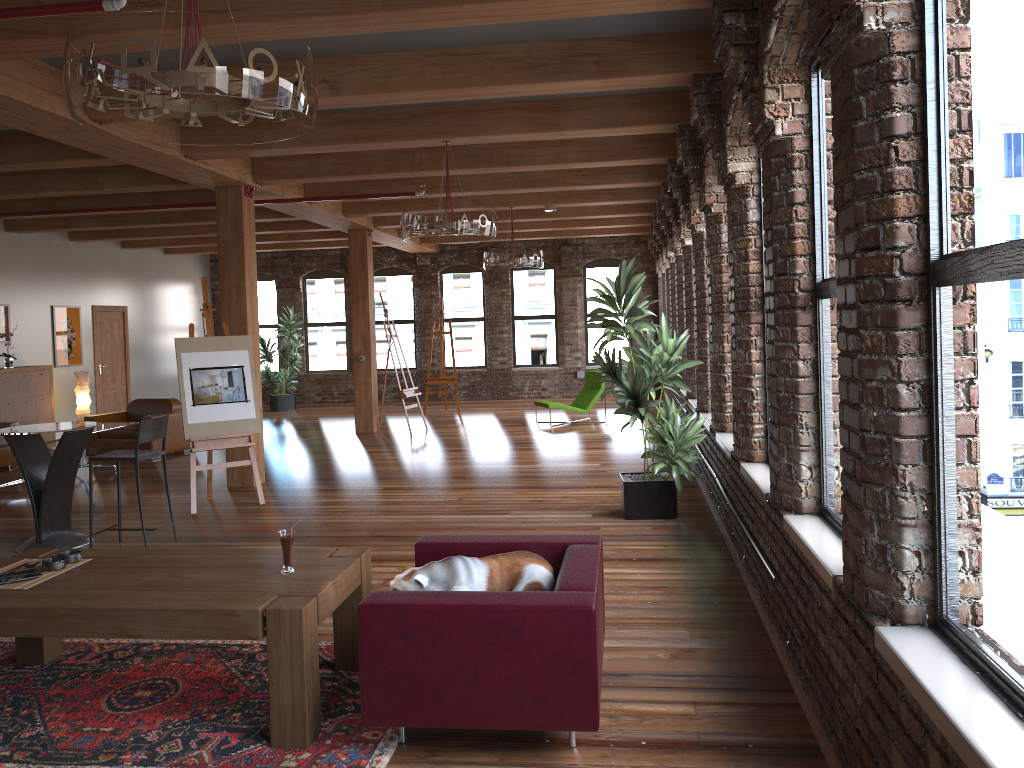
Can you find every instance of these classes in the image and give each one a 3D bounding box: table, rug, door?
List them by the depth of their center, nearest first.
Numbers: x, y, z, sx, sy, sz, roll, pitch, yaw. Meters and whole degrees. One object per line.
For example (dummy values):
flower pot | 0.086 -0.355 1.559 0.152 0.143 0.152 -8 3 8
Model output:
table | -1.586 1.107 3.884 1.750 0.549 0.902 -1 3 7
rug | -1.624 1.380 3.888 2.461 0.009 1.346 -1 4 7
table | -3.539 0.791 6.817 0.721 0.923 0.723 0 3 32
table | -5.036 0.814 9.742 0.939 0.559 1.874 -1 4 7
door | -6.858 -0.270 15.069 0.226 2.118 1.032 -2 2 7

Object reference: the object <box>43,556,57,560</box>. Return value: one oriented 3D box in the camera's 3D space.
object | -2.162 0.819 4.145 0.059 0.021 0.018 -5 4 -41

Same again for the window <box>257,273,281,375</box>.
window | -5.386 -1.276 18.851 0.968 2.167 0.086 -2 1 7

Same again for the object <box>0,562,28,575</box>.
object | -2.266 0.840 3.997 0.007 0.008 0.271 -2 4 3

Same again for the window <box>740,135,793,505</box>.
window | 1.433 -0.527 4.959 0.235 2.212 0.970 -2 2 7

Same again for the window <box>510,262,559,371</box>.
window | 0.458 -1.389 18.048 0.968 2.216 0.219 -2 1 7

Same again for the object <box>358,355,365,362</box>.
object | -2.276 -0.384 13.390 0.095 0.095 0.061 -2 2 7

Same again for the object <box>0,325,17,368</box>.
object | -6.955 -0.514 12.168 0.370 0.588 0.298 -2 2 2

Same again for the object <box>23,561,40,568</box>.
object | -2.193 0.822 4.058 0.045 0.030 0.153 -2 4 -8

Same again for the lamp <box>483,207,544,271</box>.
lamp | 0.009 -1.927 11.702 0.809 0.814 0.810 1 4 43

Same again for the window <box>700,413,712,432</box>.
window | 1.797 -0.738 7.868 0.235 2.212 0.970 -2 2 7

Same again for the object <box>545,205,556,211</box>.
object | 0.507 -2.320 11.668 0.145 0.072 0.148 -1 3 7

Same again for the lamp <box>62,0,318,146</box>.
lamp | -1.080 -1.295 2.999 0.811 0.814 0.809 -4 3 -42

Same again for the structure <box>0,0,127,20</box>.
structure | -5.041 -1.599 4.265 6.806 0.112 0.051 -1 2 7

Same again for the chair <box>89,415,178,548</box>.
chair | -2.851 0.745 6.639 0.466 0.980 0.430 -2 2 7

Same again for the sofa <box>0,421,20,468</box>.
sofa | -6.804 0.764 10.065 0.951 0.734 2.417 -2 4 7

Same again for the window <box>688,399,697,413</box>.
window | 1.978 -0.844 9.324 0.232 2.212 0.970 -2 2 7

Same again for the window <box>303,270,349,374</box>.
window | -3.906 -1.312 18.664 0.968 2.167 0.086 -2 1 7

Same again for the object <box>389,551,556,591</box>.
object | -0.179 0.868 3.761 0.755 0.296 0.365 -3 3 -21

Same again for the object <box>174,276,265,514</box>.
object | -2.764 0.050 8.286 0.702 2.138 0.685 -3 2 -33

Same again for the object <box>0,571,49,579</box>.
object | -2.157 0.830 3.832 0.270 0.008 0.007 -4 3 -27

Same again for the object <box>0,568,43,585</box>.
object | -2.162 0.842 3.837 0.213 0.018 0.154 -5 5 -38

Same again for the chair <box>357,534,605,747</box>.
chair | -0.060 1.046 3.686 0.865 0.592 1.073 -1 3 7

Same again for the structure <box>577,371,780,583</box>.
structure | 2.087 0.339 11.021 1.633 0.313 13.733 -2 4 0

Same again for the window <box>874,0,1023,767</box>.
window | 1.068 -0.316 2.049 0.235 2.212 0.970 -2 2 7

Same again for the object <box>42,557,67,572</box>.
object | -2.066 0.815 3.999 0.099 0.043 0.099 2 5 45

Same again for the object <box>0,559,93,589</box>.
object | -2.169 0.844 3.955 0.352 0.001 0.470 -1 4 7

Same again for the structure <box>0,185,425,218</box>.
structure | -4.317 -2.018 10.039 6.806 0.112 0.051 -1 2 7

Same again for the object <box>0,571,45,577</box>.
object | -2.176 0.829 3.854 0.270 0.008 0.007 -3 3 -19

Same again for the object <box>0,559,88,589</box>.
object | -2.170 0.844 3.955 0.332 0.003 0.472 -1 4 7

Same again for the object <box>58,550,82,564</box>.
object | -2.054 0.807 4.116 0.099 0.043 0.099 0 4 33

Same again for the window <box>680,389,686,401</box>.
window | 2.162 -0.949 10.779 0.236 2.212 0.970 -2 2 7

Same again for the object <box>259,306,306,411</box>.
object | -4.720 -0.528 17.988 1.080 2.101 0.967 -2 2 -15

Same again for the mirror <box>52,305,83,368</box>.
mirror | -6.945 -0.748 13.854 0.025 0.951 0.695 -2 2 7

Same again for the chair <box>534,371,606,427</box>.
chair | 0.903 0.216 13.921 0.956 0.795 0.681 -3 3 -18

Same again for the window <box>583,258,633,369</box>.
window | 1.932 -1.425 17.862 0.968 2.216 0.219 -2 1 7

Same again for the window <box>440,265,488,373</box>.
window | -1.002 -1.349 18.231 0.968 2.225 0.221 -2 1 7

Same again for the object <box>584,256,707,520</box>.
object | 1.133 0.014 7.235 0.966 2.101 1.082 -1 2 20

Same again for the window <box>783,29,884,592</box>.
window | 1.250 -0.422 3.504 0.235 2.212 0.970 -2 2 7

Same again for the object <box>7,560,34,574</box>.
object | -2.243 0.837 4.031 0.007 0.008 0.271 -2 4 -3

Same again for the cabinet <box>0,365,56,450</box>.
cabinet | -6.906 0.377 12.296 0.418 1.207 1.188 -2 3 7

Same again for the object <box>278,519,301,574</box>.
object | -0.963 0.700 3.817 0.095 0.232 0.076 0 2 40

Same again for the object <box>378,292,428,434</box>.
object | -1.764 -0.341 13.519 0.684 2.138 0.663 -1 2 17

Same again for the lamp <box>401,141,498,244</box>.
lamp | -0.531 -1.614 7.390 0.810 0.814 0.810 -4 3 -40

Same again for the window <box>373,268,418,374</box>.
window | -2.456 -1.313 18.414 0.968 2.225 0.221 -2 1 7

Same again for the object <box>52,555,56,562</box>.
object | -2.053 0.790 3.972 0.045 0.079 0.137 -3 3 -27

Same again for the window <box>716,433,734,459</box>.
window | 1.615 -0.633 6.412 0.235 2.212 0.970 -2 2 7

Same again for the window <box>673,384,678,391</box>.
window | 2.342 -1.055 12.235 0.230 2.212 0.970 -2 2 7

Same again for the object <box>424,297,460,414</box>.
object | -1.291 -0.549 16.335 0.662 2.138 0.686 -2 2 2

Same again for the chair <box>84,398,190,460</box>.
chair | -4.965 0.584 11.813 1.063 0.734 0.832 -1 3 17

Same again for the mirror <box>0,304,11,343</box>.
mirror | -7.158 -0.830 12.205 0.025 0.547 0.695 -2 3 7

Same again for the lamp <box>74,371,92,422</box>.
lamp | -6.377 0.349 13.207 0.271 1.113 0.261 -3 2 -38
